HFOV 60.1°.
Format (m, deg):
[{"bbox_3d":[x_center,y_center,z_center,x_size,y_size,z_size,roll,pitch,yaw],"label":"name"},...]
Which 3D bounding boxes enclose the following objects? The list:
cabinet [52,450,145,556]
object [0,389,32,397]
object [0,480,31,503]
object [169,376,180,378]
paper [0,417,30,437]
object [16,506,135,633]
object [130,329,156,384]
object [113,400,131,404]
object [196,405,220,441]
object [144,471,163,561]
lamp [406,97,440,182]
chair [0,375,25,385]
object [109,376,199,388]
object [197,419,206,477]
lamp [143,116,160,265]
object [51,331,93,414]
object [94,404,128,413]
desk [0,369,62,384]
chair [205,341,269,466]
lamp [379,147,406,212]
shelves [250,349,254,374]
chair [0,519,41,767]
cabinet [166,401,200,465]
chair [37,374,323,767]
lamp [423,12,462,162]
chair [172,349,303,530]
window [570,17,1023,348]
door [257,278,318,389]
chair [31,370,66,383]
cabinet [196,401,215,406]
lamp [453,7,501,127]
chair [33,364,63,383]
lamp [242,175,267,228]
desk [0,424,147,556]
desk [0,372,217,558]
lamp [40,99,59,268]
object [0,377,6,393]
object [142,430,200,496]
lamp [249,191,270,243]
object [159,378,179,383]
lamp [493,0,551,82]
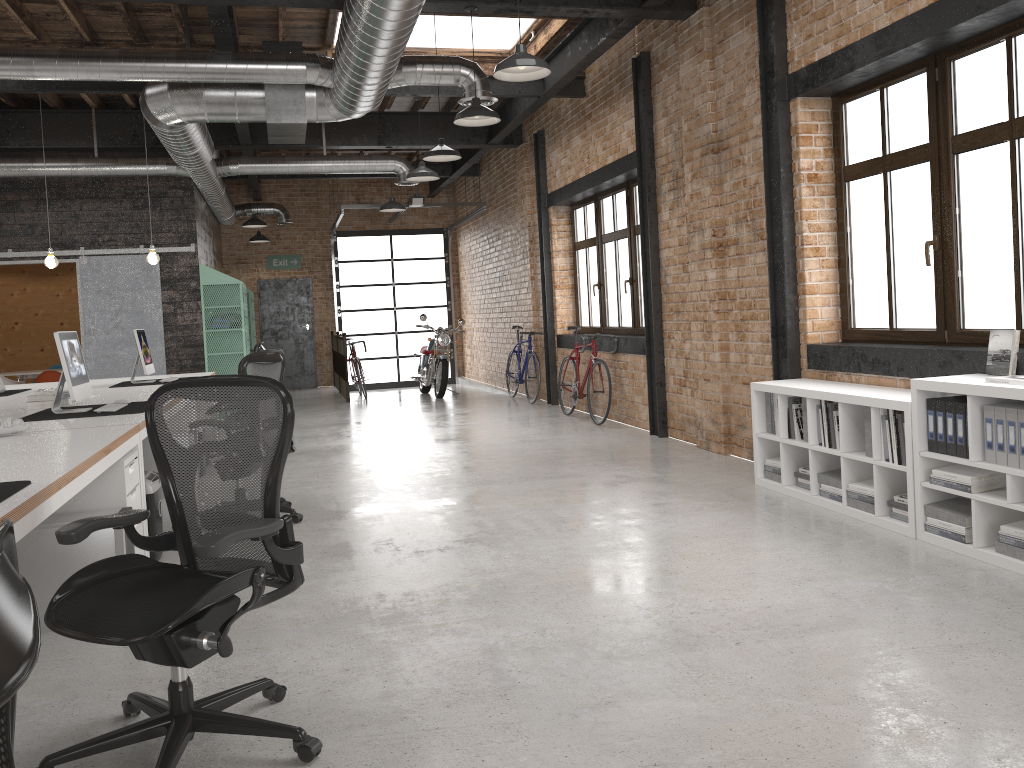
[{"bbox_3d":[-2.022,0.680,4.179,0.460,0.647,0.388,-4,3,-14],"label":"cabinet"},{"bbox_3d":[-4.540,0.096,7.494,0.688,0.008,0.850,-4,5,-15],"label":"object"},{"bbox_3d":[-1.769,0.363,2.364,0.688,0.008,0.850,-4,5,-14],"label":"object"},{"bbox_3d":[-3.191,-0.065,8.368,0.106,0.028,0.059,-4,4,-15],"label":"object"},{"bbox_3d":[-3.025,0.243,4.247,1.075,0.105,0.978,1,6,40],"label":"paper"},{"bbox_3d":[-1.922,0.801,3.818,0.541,0.454,0.221,-4,2,-14],"label":"object"},{"bbox_3d":[-3.350,-0.255,8.012,0.190,0.484,0.484,-4,3,-14],"label":"object"},{"bbox_3d":[-2.503,0.115,5.688,0.106,0.028,0.059,-4,4,-15],"label":"object"},{"bbox_3d":[-3.203,0.466,8.808,0.541,0.454,0.221,-4,2,-14],"label":"object"},{"bbox_3d":[-2.019,0.723,4.771,0.251,0.465,0.339,-4,3,-14],"label":"object"},{"bbox_3d":[-0.974,-2.608,9.417,0.362,0.855,0.362,-3,2,3],"label":"lamp"},{"bbox_3d":[-7.065,0.232,12.229,0.618,0.776,0.581,-4,3,-19],"label":"chair"},{"bbox_3d":[-3.231,-0.019,8.058,0.688,0.008,0.850,-4,5,-15],"label":"object"},{"bbox_3d":[-2.712,0.542,7.474,0.251,0.465,0.339,-4,3,-14],"label":"object"},{"bbox_3d":[-3.602,-2.019,8.761,0.123,1.675,0.123,-4,2,-16],"label":"lamp"},{"bbox_3d":[-2.662,-0.075,5.332,0.190,0.484,0.484,-4,3,-14],"label":"object"},{"bbox_3d":[-2.428,0.143,5.369,0.118,0.017,0.440,-4,5,-14],"label":"object"},{"bbox_3d":[-6.666,0.145,13.329,2.000,0.730,0.999,-4,4,-14],"label":"desk"},{"bbox_3d":[-2.535,0.164,8.199,0.794,1.084,0.770,-5,3,-35],"label":"chair"},{"bbox_3d":[-1.642,-2.783,12.019,0.362,0.855,0.362,-5,3,-37],"label":"lamp"},{"bbox_3d":[-4.246,-0.083,13.758,0.567,0.854,0.986,-4,3,-14],"label":"shelves"},{"bbox_3d":[-0.586,0.680,0.529,0.794,1.084,0.771,-5,3,-31],"label":"chair"},{"bbox_3d":[-2.759,0.487,7.049,0.460,0.647,0.388,-4,3,-14],"label":"cabinet"},{"bbox_3d":[-0.946,0.535,2.556,0.770,1.084,0.794,-3,3,9],"label":"chair"},{"bbox_3d":[-0.688,-2.782,8.242,0.362,1.361,0.362,-3,2,-7],"label":"lamp"},{"bbox_3d":[-1.726,0.336,5.533,0.792,1.084,0.772,-3,3,-6],"label":"chair"},{"bbox_3d":[1.855,-1.198,7.260,0.147,1.687,8.650,-3,4,-14],"label":"window"},{"bbox_3d":[-4.259,-0.949,16.813,0.999,2.096,0.218,-4,2,-14],"label":"door"},{"bbox_3d":[-6.382,0.181,12.404,0.618,0.776,0.581,-4,3,-19],"label":"chair"},{"bbox_3d":[-3.291,0.348,9.124,0.460,0.647,0.388,-4,3,-14],"label":"cabinet"},{"bbox_3d":[-0.289,-2.429,6.748,0.362,0.855,0.362,-3,2,8],"label":"lamp"},{"bbox_3d":[-7.316,0.085,14.207,0.618,0.776,0.581,-4,3,-19],"label":"chair"},{"bbox_3d":[-3.833,-2.992,13.056,0.362,1.336,0.362,-4,2,-37],"label":"lamp"},{"bbox_3d":[-2.351,0.834,1.733,2.314,0.768,5.119,-4,5,-14],"label":"desk"},{"bbox_3d":[-3.623,0.501,6.691,2.314,0.768,5.119,-4,5,-14],"label":"desk"},{"bbox_3d":[-4.492,-1.954,8.534,0.123,1.675,0.123,-4,2,-16],"label":"lamp"},{"bbox_3d":[-4.440,-0.157,7.511,0.190,0.484,0.484,-4,3,-14],"label":"object"},{"bbox_3d":[-2.670,0.606,6.734,0.541,0.454,0.221,-4,2,-14],"label":"object"},{"bbox_3d":[-4.447,-3.153,15.448,0.362,1.336,0.362,-4,2,-37],"label":"lamp"},{"bbox_3d":[-3.116,-0.037,8.049,0.118,0.017,0.440,-4,5,-14],"label":"object"},{"bbox_3d":[0.026,-2.595,5.460,0.362,1.361,0.362,-5,3,-42],"label":"lamp"}]
